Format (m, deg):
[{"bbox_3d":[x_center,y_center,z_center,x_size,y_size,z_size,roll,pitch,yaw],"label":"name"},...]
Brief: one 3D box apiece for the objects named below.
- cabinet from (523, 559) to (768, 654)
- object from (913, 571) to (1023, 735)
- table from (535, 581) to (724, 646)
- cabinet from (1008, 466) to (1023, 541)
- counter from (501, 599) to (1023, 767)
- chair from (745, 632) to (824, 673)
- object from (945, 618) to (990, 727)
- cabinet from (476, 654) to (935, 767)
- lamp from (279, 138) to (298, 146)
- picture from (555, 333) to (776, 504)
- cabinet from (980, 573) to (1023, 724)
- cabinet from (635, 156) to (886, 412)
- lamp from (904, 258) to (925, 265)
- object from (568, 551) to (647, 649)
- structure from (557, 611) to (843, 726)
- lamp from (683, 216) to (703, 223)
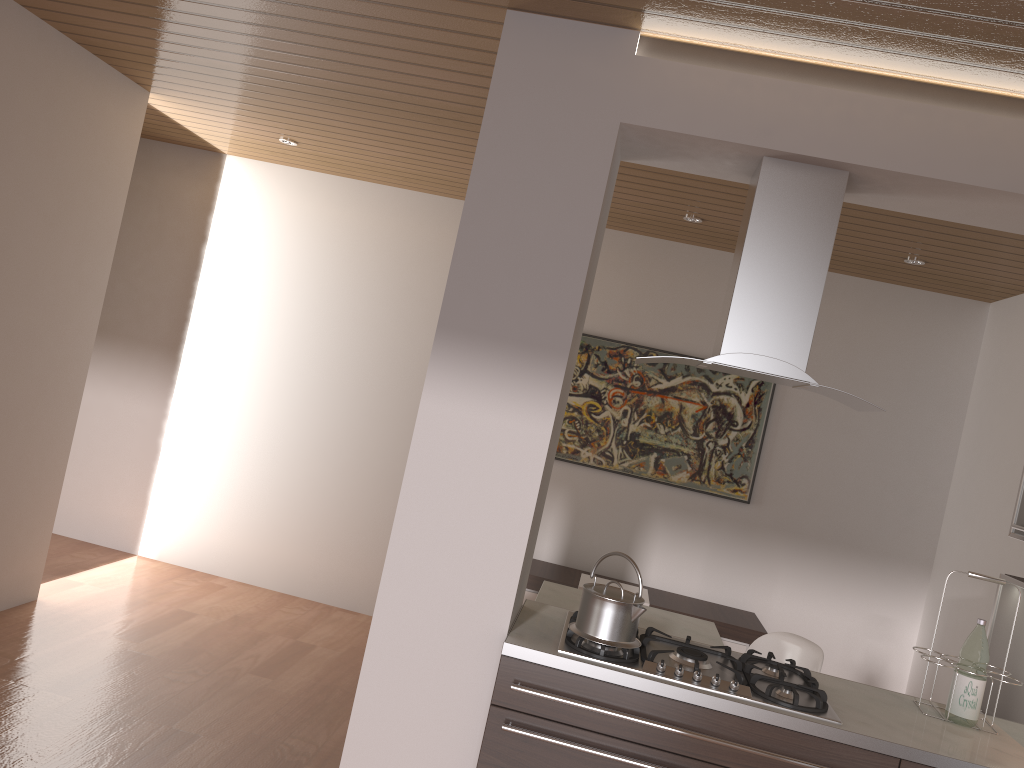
[{"bbox_3d":[0.529,1.472,5.154,1.740,0.608,0.540,12,0,7],"label":"cabinet"},{"bbox_3d":[1.425,0.815,2.757,0.291,0.453,0.210,12,0,12],"label":"object"},{"bbox_3d":[0.389,1.359,3.561,0.800,0.758,1.100,12,0,7],"label":"table"},{"bbox_3d":[2.077,0.329,3.337,0.172,0.600,0.619,12,0,-7],"label":"cabinet"},{"bbox_3d":[0.971,0.962,2.013,2.150,0.036,1.850,12,0,7],"label":"counter"},{"bbox_3d":[0.878,1.422,3.588,0.608,0.847,0.491,13,0,-23],"label":"chair"},{"bbox_3d":[1.400,0.875,2.704,0.091,0.319,0.091,12,0,42],"label":"object"},{"bbox_3d":[0.873,1.404,2.012,2.150,0.870,1.850,12,0,7],"label":"cabinet"},{"bbox_3d":[-1.265,-1.397,5.037,0.102,0.055,0.102,12,0,-10],"label":"lamp"},{"bbox_3d":[0.899,0.197,5.425,1.277,0.801,0.018,12,0,7],"label":"picture"},{"bbox_3d":[1.975,1.075,3.346,0.194,0.600,0.598,12,0,7],"label":"cabinet"},{"bbox_3d":[1.304,-0.067,2.058,2.058,1.032,1.399,12,0,11],"label":"cabinet"},{"bbox_3d":[2.092,-0.657,4.597,0.102,0.055,0.102,12,0,24],"label":"lamp"},{"bbox_3d":[0.301,0.623,2.627,0.221,0.251,0.221,12,0,0],"label":"object"},{"bbox_3d":[0.549,0.829,2.707,0.797,0.047,0.494,12,0,7],"label":"structure"},{"bbox_3d":[0.973,-0.904,4.744,0.102,0.055,0.102,12,0,24],"label":"lamp"}]
